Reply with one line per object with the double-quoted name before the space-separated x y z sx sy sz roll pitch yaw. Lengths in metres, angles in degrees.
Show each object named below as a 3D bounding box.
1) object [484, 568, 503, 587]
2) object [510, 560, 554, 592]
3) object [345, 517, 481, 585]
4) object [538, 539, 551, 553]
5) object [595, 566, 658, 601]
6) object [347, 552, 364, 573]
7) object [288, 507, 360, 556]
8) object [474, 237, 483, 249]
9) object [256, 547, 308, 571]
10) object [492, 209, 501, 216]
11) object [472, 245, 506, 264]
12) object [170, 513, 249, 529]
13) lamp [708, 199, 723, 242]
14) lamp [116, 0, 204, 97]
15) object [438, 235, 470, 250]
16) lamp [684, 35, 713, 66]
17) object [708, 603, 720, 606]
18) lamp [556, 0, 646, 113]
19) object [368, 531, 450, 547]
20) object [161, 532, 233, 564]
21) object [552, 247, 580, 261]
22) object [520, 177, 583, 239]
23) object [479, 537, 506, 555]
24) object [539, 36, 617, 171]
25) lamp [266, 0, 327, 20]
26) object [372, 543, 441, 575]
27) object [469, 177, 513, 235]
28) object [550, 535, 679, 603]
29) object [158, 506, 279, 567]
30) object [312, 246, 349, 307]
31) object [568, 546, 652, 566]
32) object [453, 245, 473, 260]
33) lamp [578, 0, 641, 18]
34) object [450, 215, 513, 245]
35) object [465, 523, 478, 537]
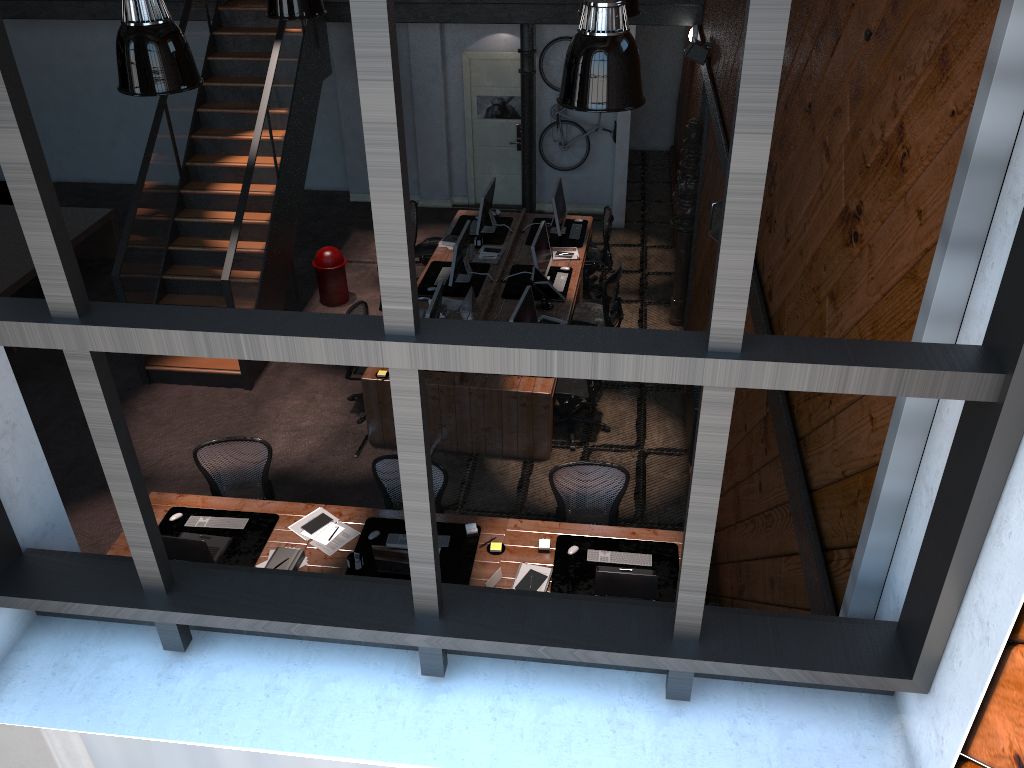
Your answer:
"object" -0.194 1.325 5.830 0.347 0.083 0.129 -20 37 -27
"object" 0.135 1.297 5.890 0.229 0.060 0.316 8 34 13
"object" -0.678 1.179 6.142 0.848 0.008 0.687 3 33 6
"object" 0.226 1.116 6.163 0.082 0.063 0.106 2 33 4
"object" 0.744 1.221 5.771 0.390 0.283 0.323 3 33 7
"object" -1.060 1.206 6.001 0.099 0.138 0.078 10 34 17
"object" -1.345 1.045 6.353 0.467 0.017 0.304 24 40 34
"object" -0.395 -1.671 10.449 0.078 0.138 0.099 13 35 21
"object" -1.576 1.212 6.061 0.325 0.065 0.363 12 35 19
"object" -0.208 -2.183 11.296 0.106 0.063 0.082 -13 35 -18
"object" -0.261 -1.508 10.277 0.304 0.017 0.467 8 34 13
"object" -2.205 0.998 6.434 0.577 0.040 0.139 4 33 7
"lamp" 1.292 -0.947 5.222 0.283 0.287 0.328 3 33 6
"lamp" -1.924 -2.617 4.176 0.445 2.372 0.445 -22 38 -29
"object" -0.708 -1.701 10.558 0.363 0.065 0.325 18 38 27
"lamp" 1.885 -3.382 8.982 0.262 0.260 0.328 3 33 7
"object" 1.223 1.934 5.368 0.073 0.628 1.064 3 33 7
"lamp" 0.427 -2.417 3.799 0.445 2.372 0.445 2 33 5
"object" -0.726 1.094 6.243 0.577 0.040 0.139 3 33 6
"object" -2.198 1.056 6.110 0.390 0.283 0.323 5 33 9
"object" 0.620 -1.499 10.217 0.316 0.060 0.229 0 33 1
"object" 0.601 -2.088 10.676 0.799 0.576 0.648 -23 39 -30
"object" -0.121 1.132 6.180 0.158 0.026 0.154 -26 40 -33
"object" 0.936 -3.816 12.239 1.022 1.846 0.655 -10 34 -14
"lamp" -1.661 -3.815 6.123 0.445 2.372 0.445 17 37 25
"object" -0.701 1.098 5.952 0.380 0.288 0.320 3 33 7
"object" -0.344 -2.136 10.781 0.586 0.581 0.692 -21 38 -28
"object" 0.698 1.274 5.955 0.848 0.008 0.687 3 33 6
"object" -2.159 1.120 6.276 0.848 0.008 0.687 3 33 6
"object" -2.199 -1.330 10.797 0.414 0.707 0.414 -23 39 -30
"object" 0.669 1.181 6.069 0.577 0.040 0.139 5 33 9
"object" -0.537 -1.536 10.281 0.129 0.083 0.347 -28 41 -35
"lamp" 0.673 -3.636 5.662 0.445 2.372 0.445 10 34 17
"object" -0.381 -1.904 10.919 0.687 0.008 0.848 4 33 8
"object" -0.288 1.029 6.298 0.082 0.063 0.106 -6 33 -8
